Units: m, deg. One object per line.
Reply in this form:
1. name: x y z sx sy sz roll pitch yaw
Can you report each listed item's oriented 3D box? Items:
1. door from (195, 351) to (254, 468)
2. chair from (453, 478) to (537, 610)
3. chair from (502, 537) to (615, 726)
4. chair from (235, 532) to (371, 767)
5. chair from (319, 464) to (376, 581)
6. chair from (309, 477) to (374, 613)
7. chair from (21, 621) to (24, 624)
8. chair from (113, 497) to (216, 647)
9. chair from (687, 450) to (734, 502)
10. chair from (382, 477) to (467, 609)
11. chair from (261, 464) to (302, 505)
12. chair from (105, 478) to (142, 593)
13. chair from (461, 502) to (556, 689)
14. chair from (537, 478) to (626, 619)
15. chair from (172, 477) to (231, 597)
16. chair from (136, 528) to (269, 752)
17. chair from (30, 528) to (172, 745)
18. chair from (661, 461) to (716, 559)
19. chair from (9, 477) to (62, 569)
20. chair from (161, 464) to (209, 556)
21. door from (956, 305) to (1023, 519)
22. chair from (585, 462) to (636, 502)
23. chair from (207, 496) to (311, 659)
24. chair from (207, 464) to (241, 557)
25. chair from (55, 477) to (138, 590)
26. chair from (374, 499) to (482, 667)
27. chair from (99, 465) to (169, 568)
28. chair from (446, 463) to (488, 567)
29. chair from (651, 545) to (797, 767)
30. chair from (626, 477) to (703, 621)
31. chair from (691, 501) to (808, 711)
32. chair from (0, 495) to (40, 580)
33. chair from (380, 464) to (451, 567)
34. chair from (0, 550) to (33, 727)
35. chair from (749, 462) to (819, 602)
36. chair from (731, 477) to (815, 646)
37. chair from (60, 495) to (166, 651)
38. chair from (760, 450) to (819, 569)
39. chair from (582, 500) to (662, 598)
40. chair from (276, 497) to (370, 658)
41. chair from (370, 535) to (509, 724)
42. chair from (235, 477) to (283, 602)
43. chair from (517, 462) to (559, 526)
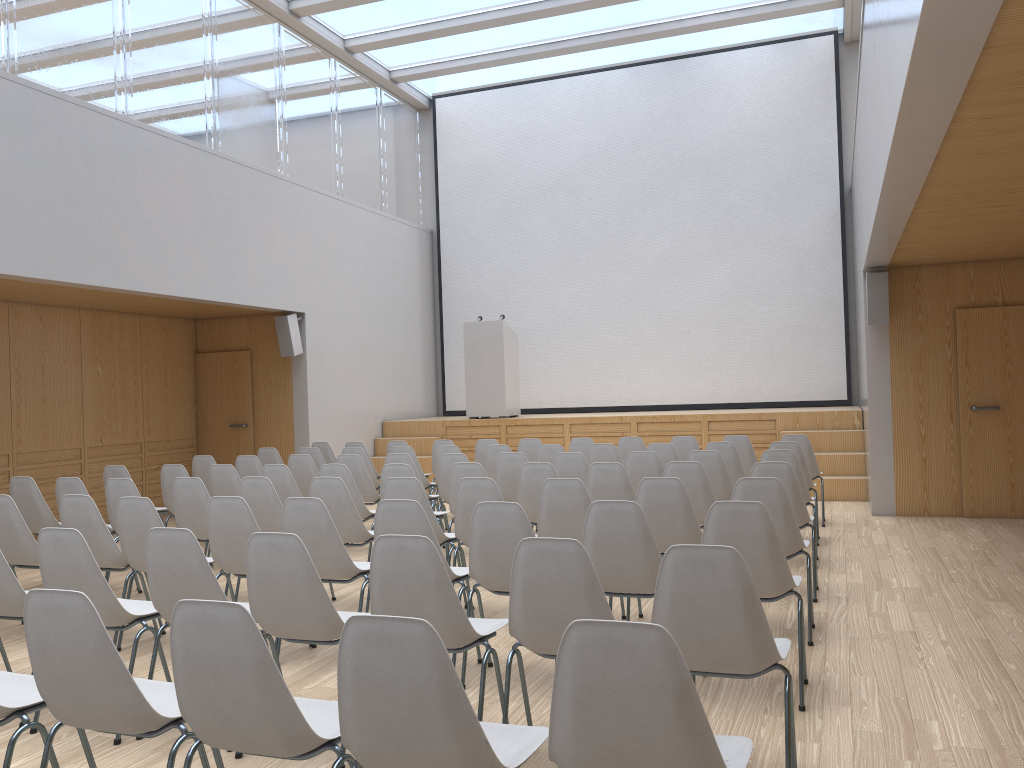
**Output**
1. door: -3.771 0.595 11.576 0.873 2.024 0.108 -2 0 20
2. chair: -0.107 0.983 5.408 0.479 0.876 0.505 -2 0 20
3. chair: 0.227 0.950 3.194 0.479 0.876 0.505 -2 0 20
4. chair: -0.783 0.988 3.525 0.479 0.876 0.505 -2 0 20
5. chair: -1.240 1.037 6.890 0.479 0.876 0.505 -2 0 20
6. chair: -1.062 1.020 5.800 0.479 0.876 0.505 -2 0 20
7. chair: -3.382 1.098 5.588 0.479 0.876 0.505 -2 0 20
8. chair: -1.928 1.042 4.990 0.479 0.876 0.505 -2 0 20
9. chair: 1.566 0.940 6.974 0.479 0.876 0.505 -2 0 20
10. chair: -0.565 1.001 5.598 0.479 0.876 0.505 -2 0 20
11. chair: -1.721 1.055 7.045 0.479 0.876 0.505 -2 0 20
12. chair: -2.561 1.076 6.245 0.479 0.876 0.505 -2 0 20
13. chair: 0.037 0.967 4.223 0.479 0.876 0.505 -2 0 20
14. chair: 0.387 0.964 5.204 0.479 0.876 0.505 -2 0 20
15. chair: -2.065 1.058 6.149 0.479 0.876 0.505 -2 0 20
16. chair: -1.258 1.007 3.751 0.479 0.876 0.505 -2 0 20
17. chair: -1.752 1.025 3.860 0.479 0.876 0.505 -2 0 20
18. chair: 1.227 0.943 6.034 0.479 0.876 0.505 -2 0 20
19. chair: -3.478 1.112 6.699 0.479 0.876 0.505 -2 0 20
20. chair: -2.663 1.091 7.454 0.479 0.876 0.505 -2 0 20
21. door: 4.751 0.270 8.440 0.873 2.024 0.108 -2 0 20
22. chair: 0.732 0.961 6.165 0.479 0.876 0.505 -2 0 20
23. chair: -1.385 1.022 4.853 0.479 0.876 0.505 -2 0 20
24. chair: -2.200 1.073 7.264 0.479 0.876 0.505 -2 0 20
25. chair: -3.040 1.095 6.508 0.479 0.876 0.505 -2 0 20
26. chair: -0.438 0.985 4.442 0.479 0.876 0.505 -2 0 20
27. chair: -3.194 1.111 7.587 0.479 0.876 0.505 -2 0 20
28. chair: -0.221 0.998 6.566 0.479 0.876 0.505 -2 0 20
29. chair: 0.687 0.932 2.962 0.479 0.876 0.505 -2 0 20
30. chair: 0.913 0.944 5.073 0.479 0.876 0.505 -2 0 20
31. chair: 1.053 0.929 3.966 0.479 0.876 0.505 -2 0 20
32. chair: -2.894 1.079 5.389 0.479 0.876 0.505 -2 0 20
33. chair: -0.741 1.017 6.685 0.479 0.876 0.505 -2 0 20
34. chair: -2.261 1.045 4.090 0.479 0.876 0.505 -2 0 20
35. chair: 1.727 0.923 5.777 0.479 0.876 0.505 -2 0 20
36. chair: 1.394 0.926 4.876 0.479 0.876 0.505 -2 0 20
37. chair: -2.351 1.059 5.219 0.479 0.876 0.505 -2 0 20
38. chair: 2.065 0.921 6.761 0.479 0.876 0.505 -2 0 20
39. chair: 0.550 0.948 4.122 0.479 0.876 0.505 -2 0 20
40. chair: -0.945 1.005 4.671 0.479 0.876 0.505 -2 0 20
41. chair: -0.285 0.970 3.363 0.479 0.876 0.505 -2 0 20
42. chair: -1.571 1.039 5.997 0.479 0.876 0.505 -2 0 20
43. chair: 0.275 0.979 6.354 0.479 0.876 0.505 -2 0 20
